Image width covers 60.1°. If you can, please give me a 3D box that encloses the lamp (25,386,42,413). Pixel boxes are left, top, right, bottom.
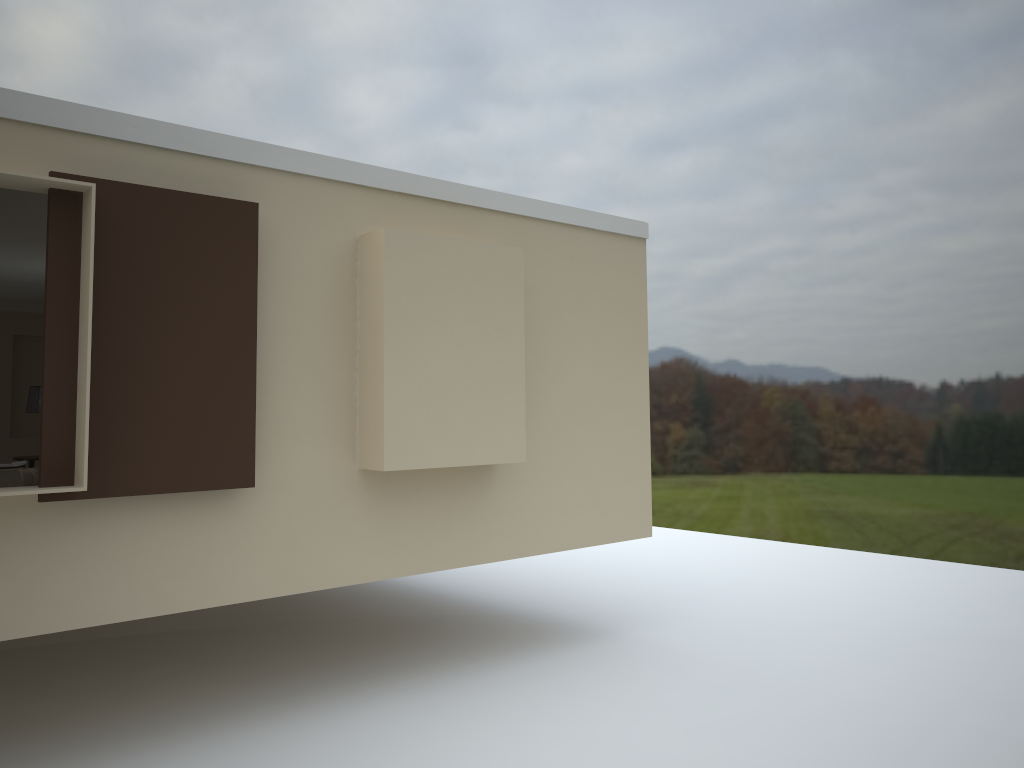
[{"bbox_3d":[-4.513,0.366,8.698,0.474,0.684,0.473,-2,-4,24],"label":"lamp"}]

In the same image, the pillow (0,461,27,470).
[{"bbox_3d":[-3.523,0.660,6.101,0.185,0.252,0.283,-4,-4,42],"label":"pillow"}]

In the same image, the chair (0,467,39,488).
[{"bbox_3d":[-3.704,0.863,6.150,0.849,0.555,0.708,0,-3,-6],"label":"chair"}]

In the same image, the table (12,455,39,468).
[{"bbox_3d":[-4.507,0.957,8.650,0.673,0.500,0.673,2,-4,-44],"label":"table"}]
